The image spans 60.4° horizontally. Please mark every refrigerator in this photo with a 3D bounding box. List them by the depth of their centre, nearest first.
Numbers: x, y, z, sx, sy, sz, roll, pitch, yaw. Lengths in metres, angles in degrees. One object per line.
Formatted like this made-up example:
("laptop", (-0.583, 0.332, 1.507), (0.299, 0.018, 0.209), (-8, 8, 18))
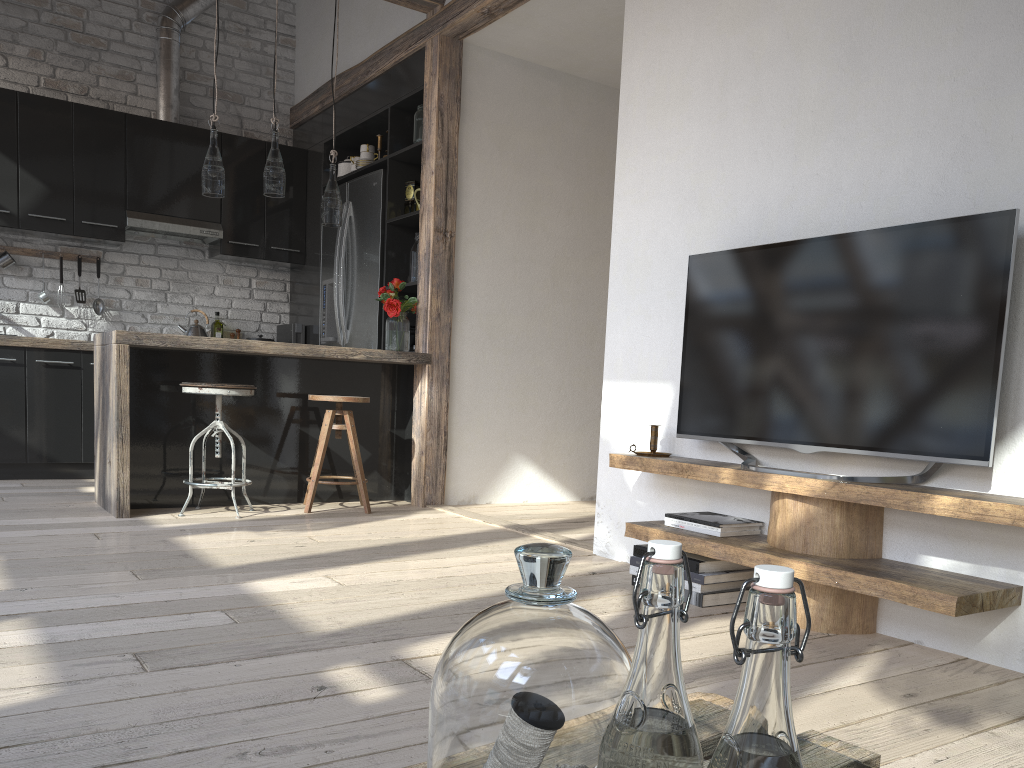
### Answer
("refrigerator", (-0.783, -0.301, 5.897), (0.851, 1.943, 0.933), (-1, 6, -34))

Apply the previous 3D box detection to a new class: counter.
("counter", (-2.658, 0.156, 4.717), (3.814, 0.860, 2.225), (3, 0, -34))

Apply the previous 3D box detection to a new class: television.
("television", (0.913, -0.079, 2.630), (0.206, 0.712, 1.094), (-1, 3, -34))

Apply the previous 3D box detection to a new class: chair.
("chair", (-1.430, 0.315, 4.283), (0.354, 0.643, 0.350), (3, 5, 0))
("chair", (-0.913, 0.362, 4.620), (0.341, 0.602, 0.337), (2, 5, -14))

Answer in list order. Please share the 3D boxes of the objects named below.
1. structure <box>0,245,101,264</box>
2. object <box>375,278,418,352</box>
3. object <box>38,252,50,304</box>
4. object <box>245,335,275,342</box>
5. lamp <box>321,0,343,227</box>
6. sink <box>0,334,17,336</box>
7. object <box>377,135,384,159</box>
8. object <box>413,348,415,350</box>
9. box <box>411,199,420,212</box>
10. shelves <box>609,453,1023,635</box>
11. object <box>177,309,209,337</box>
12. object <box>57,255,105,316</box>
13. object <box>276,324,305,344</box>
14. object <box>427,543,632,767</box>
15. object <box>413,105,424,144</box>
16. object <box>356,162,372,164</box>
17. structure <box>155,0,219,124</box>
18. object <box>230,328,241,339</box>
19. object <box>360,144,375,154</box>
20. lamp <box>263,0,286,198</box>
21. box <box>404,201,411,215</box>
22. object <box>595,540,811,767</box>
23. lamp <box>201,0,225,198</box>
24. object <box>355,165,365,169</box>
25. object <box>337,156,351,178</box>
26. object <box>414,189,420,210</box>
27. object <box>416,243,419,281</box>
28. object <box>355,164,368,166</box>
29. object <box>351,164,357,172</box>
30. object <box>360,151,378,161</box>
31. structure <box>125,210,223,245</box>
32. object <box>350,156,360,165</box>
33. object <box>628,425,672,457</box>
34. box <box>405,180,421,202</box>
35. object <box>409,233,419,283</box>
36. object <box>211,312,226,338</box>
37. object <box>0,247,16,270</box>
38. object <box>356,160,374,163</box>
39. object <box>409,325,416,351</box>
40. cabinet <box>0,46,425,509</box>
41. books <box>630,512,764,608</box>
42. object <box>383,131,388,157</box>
("structure", (-3.101, -0.841, 5.558), (0.933, 0.046, 0.080), (3, 1, -34))
("object", (-0.637, -0.384, 4.876), (0.251, 0.419, 0.309), (3, 4, -1))
("object", (-2.999, -0.680, 5.637), (0.071, 0.330, 0.065), (-1, 7, -34))
("object", (-1.818, -0.285, 6.352), (0.247, 0.142, 0.207), (2, 2, -35))
("lamp", (-0.875, -1.495, 4.446), (0.109, 1.356, 0.223), (-1, 7, -32))
("sink", (-3.259, -0.327, 5.226), (0.526, 0.521, 0.510), (1, 4, -34))
("object", (-0.808, -1.429, 5.375), (0.059, 0.169, 0.059), (8, 7, 41))
("object", (-0.467, -0.189, 5.127), (0.214, 0.025, 0.213), (3, -1, 14))
("box", (-0.546, -1.018, 5.163), (0.083, 0.115, 0.082), (1, 4, -24))
("shelves", (0.854, 0.500, 2.662), (0.331, 0.454, 1.591), (0, 1, -34))
("object", (-2.121, -0.382, 5.913), (0.221, 0.238, 0.220), (0, 4, -44))
("object", (-2.806, -0.647, 5.731), (0.282, 0.385, 0.069), (0, 7, -33))
("object", (-1.619, -0.318, 6.421), (0.088, 0.229, 0.349), (-1, 3, -34))
("object", (0.017, 0.240, 0.651), (0.155, 0.250, 0.155), (5, 5, 25))
("object", (-0.486, -1.439, 4.916), (0.125, 0.209, 0.123), (0, 5, -29))
("object", (-0.918, -1.383, 5.586), (0.148, 0.026, 0.148), (3, 0, 8))
("structure", (-1.935, -2.327, 6.059), (0.982, 1.298, 0.168), (0, 7, -34))
("object", (-2.000, -0.315, 6.358), (0.080, 0.185, 0.039), (1, 6, -21))
("object", (-0.910, -1.472, 5.568), (0.105, 0.068, 0.094), (4, 2, 42))
("lamp", (-1.136, -1.562, 4.272), (0.108, 1.251, 0.236), (0, 7, -22))
("box", (-0.591, -1.020, 5.237), (0.083, 0.115, 0.082), (0, 5, -34))
("object", (0.109, 0.231, 0.514), (0.071, 0.270, 0.152), (-1, 6, -34))
("lamp", (-1.374, -1.550, 4.106), (0.108, 1.303, 0.222), (-1, 7, -32))
("object", (-0.919, -1.360, 5.589), (0.149, 0.023, 0.148), (3, -1, -7))
("object", (-1.082, -1.440, 5.912), (0.186, 0.176, 0.206), (3, 2, 7))
("object", (-0.470, -1.044, 5.067), (0.148, 0.172, 0.135), (6, 5, 42))
("object", (-0.485, -0.746, 4.991), (0.109, 0.354, 0.107), (2, 6, -4))
("object", (-0.919, -1.372, 5.587), (0.148, 0.026, 0.148), (3, 0, 8))
("object", (-0.995, -1.384, 5.713), (0.105, 0.068, 0.094), (3, 2, 18))
("object", (-0.911, -1.427, 5.579), (0.106, 0.068, 0.093), (2, 2, -23))
("structure", (-2.291, -1.047, 5.896), (0.600, 0.104, 0.366), (3, 0, -34))
("object", (-0.998, -1.431, 5.704), (0.094, 0.068, 0.105), (3, 1, -6))
("object", (0.520, 0.207, 3.226), (0.138, 0.114, 0.139), (4, 3, 39))
("box", (-0.577, -1.132, 5.189), (0.082, 0.115, 0.082), (6, 5, 36))
("object", (-0.553, -0.724, 5.122), (0.085, 0.305, 0.085), (-3, 8, -42))
("object", (-2.087, -0.370, 6.269), (0.089, 0.286, 0.081), (-2, 7, -38))
("object", (-3.164, -0.783, 5.498), (0.117, 0.140, 0.092), (2, 4, -17))
("object", (-0.918, -1.395, 5.584), (0.148, 0.026, 0.148), (3, 0, 8))
("object", (-0.613, -0.267, 5.268), (0.134, 0.166, 0.133), (-1, 5, -44))
("cabinet", (-2.489, -0.667, 4.795), (4.216, 2.534, 2.074), (2, 3, -34))
("books", (0.629, 0.583, 3.002), (0.290, 0.267, 0.357), (1, 3, -34))
("object", (-0.720, -1.429, 5.245), (0.095, 0.174, 0.095), (5, 5, 30))
